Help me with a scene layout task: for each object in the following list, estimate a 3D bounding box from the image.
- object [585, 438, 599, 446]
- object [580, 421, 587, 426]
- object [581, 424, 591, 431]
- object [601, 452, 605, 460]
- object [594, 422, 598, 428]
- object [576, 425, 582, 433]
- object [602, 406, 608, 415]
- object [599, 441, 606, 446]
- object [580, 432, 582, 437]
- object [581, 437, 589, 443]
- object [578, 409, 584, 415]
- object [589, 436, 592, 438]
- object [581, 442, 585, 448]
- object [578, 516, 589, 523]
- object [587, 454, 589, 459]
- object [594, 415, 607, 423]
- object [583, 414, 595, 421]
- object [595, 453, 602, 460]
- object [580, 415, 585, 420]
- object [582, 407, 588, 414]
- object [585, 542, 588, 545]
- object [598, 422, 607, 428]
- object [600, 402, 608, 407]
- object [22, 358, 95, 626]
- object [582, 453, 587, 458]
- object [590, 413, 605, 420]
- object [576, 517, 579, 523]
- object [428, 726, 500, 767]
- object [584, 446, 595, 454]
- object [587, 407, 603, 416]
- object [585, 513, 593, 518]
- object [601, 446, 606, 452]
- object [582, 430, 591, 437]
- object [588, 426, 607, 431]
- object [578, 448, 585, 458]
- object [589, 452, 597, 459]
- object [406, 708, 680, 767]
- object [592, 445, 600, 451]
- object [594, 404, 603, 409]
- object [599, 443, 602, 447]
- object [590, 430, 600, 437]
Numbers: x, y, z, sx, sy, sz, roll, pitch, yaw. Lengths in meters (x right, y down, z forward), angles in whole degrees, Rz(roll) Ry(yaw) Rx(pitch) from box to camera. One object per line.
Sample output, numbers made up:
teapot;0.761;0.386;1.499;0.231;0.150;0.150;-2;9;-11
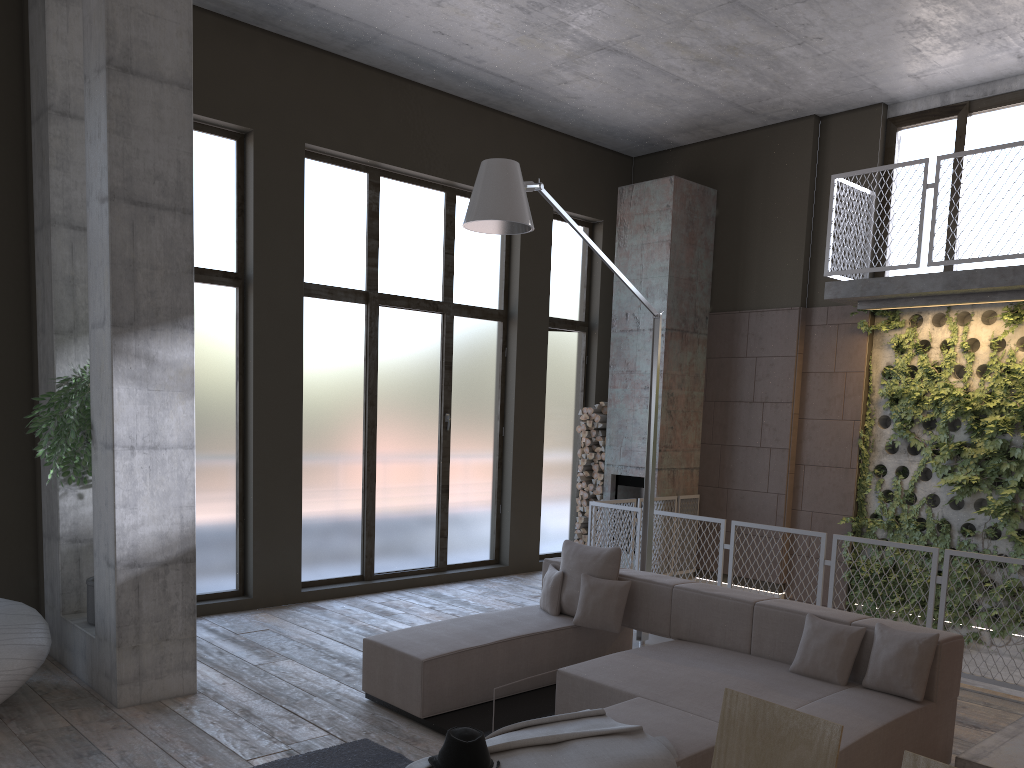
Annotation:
object;1.036;0.715;10.836;0.294;0.108;0.097;3;2;-42
object;1.011;0.498;10.901;0.424;0.087;0.065;4;2;-45
object;1.036;0.541;10.847;0.455;0.090;0.090;3;1;-43
object;1.266;0.881;10.720;0.437;0.093;0.091;3;1;-43
object;1.161;0.507;10.736;0.422;0.067;0.067;4;1;-43
object;0.979;0.566;10.916;0.437;0.093;0.090;3;1;-43
object;1.232;0.331;10.745;0.294;0.109;0.098;3;2;-42
object;1.220;0.735;10.733;0.424;0.086;0.066;4;2;-45
object;1.010;0.630;10.894;0.422;0.068;0.066;4;1;-43
object;1.004;0.707;10.933;0.292;0.104;0.100;3;2;-41
object;0.991;0.355;10.889;0.422;0.070;0.067;4;1;-43
object;1.064;0.641;10.844;0.332;0.057;0.088;4;0;-43
object;0.953;0.752;10.869;0.251;0.074;0.045;3;2;-43
object;1.023;1.687;10.961;0.479;0.084;0.093;4;1;-43
object;1.089;0.899;10.893;0.422;0.068;0.066;4;1;-43
object;1.186;0.426;10.693;0.437;0.094;0.092;3;1;-43
object;1.054;0.413;10.811;0.435;0.081;0.112;3;0;-43
object;1.210;0.889;10.787;0.455;0.090;0.090;3;1;-43
object;1.014;0.426;10.910;0.363;0.069;0.121;3;-1;-42
object;1.056;0.341;10.861;0.455;0.091;0.090;3;1;-44
object;1.096;1.994;10.946;0.454;0.090;0.090;3;1;-44
object;1.216;0.506;10.677;0.422;0.068;0.066;4;1;-43
object;1.211;0.251;10.716;0.332;0.056;0.087;4;0;-43
object;-2.796;0.718;5.973;0.998;1.888;0.957;3;5;13
object;1.034;0.897;10.951;0.422;0.068;0.067;4;1;-43
object;1.115;0.405;10.729;0.362;0.085;0.103;3;0;-43
object;0.973;1.697;11.018;0.422;0.068;0.066;4;1;-43
object;-0.194;1.492;3.579;0.300;0.171;0.297;2;0;35
object;1.071;0.819;10.915;0.437;0.094;0.091;3;1;-43
object;1.056;0.343;10.738;0.291;0.104;0.103;3;1;-43
object;1.089;1.615;10.920;0.434;0.080;0.114;3;0;-43
object;1.244;0.791;10.723;0.422;0.073;0.071;4;1;-43
object;1.060;0.620;10.837;0.479;0.084;0.093;4;1;-43
object;1.126;0.547;10.796;0.434;0.080;0.114;3;0;-43
object;0.964;0.867;10.970;0.363;0.127;0.063;3;3;-44
object;1.139;0.889;10.835;0.479;0.084;0.093;4;1;-43
object;-0.069;1.769;3.715;1.597;0.508;1.036;3;0;-24
object;1.144;0.804;10.874;0.362;0.087;0.100;3;1;-43
object;1.149;0.288;10.748;0.359;0.074;0.064;3;1;-44
object;1.210;0.748;10.848;0.291;0.103;0.103;3;1;-43
object;1.145;0.611;10.783;0.454;0.090;0.090;3;1;-44
